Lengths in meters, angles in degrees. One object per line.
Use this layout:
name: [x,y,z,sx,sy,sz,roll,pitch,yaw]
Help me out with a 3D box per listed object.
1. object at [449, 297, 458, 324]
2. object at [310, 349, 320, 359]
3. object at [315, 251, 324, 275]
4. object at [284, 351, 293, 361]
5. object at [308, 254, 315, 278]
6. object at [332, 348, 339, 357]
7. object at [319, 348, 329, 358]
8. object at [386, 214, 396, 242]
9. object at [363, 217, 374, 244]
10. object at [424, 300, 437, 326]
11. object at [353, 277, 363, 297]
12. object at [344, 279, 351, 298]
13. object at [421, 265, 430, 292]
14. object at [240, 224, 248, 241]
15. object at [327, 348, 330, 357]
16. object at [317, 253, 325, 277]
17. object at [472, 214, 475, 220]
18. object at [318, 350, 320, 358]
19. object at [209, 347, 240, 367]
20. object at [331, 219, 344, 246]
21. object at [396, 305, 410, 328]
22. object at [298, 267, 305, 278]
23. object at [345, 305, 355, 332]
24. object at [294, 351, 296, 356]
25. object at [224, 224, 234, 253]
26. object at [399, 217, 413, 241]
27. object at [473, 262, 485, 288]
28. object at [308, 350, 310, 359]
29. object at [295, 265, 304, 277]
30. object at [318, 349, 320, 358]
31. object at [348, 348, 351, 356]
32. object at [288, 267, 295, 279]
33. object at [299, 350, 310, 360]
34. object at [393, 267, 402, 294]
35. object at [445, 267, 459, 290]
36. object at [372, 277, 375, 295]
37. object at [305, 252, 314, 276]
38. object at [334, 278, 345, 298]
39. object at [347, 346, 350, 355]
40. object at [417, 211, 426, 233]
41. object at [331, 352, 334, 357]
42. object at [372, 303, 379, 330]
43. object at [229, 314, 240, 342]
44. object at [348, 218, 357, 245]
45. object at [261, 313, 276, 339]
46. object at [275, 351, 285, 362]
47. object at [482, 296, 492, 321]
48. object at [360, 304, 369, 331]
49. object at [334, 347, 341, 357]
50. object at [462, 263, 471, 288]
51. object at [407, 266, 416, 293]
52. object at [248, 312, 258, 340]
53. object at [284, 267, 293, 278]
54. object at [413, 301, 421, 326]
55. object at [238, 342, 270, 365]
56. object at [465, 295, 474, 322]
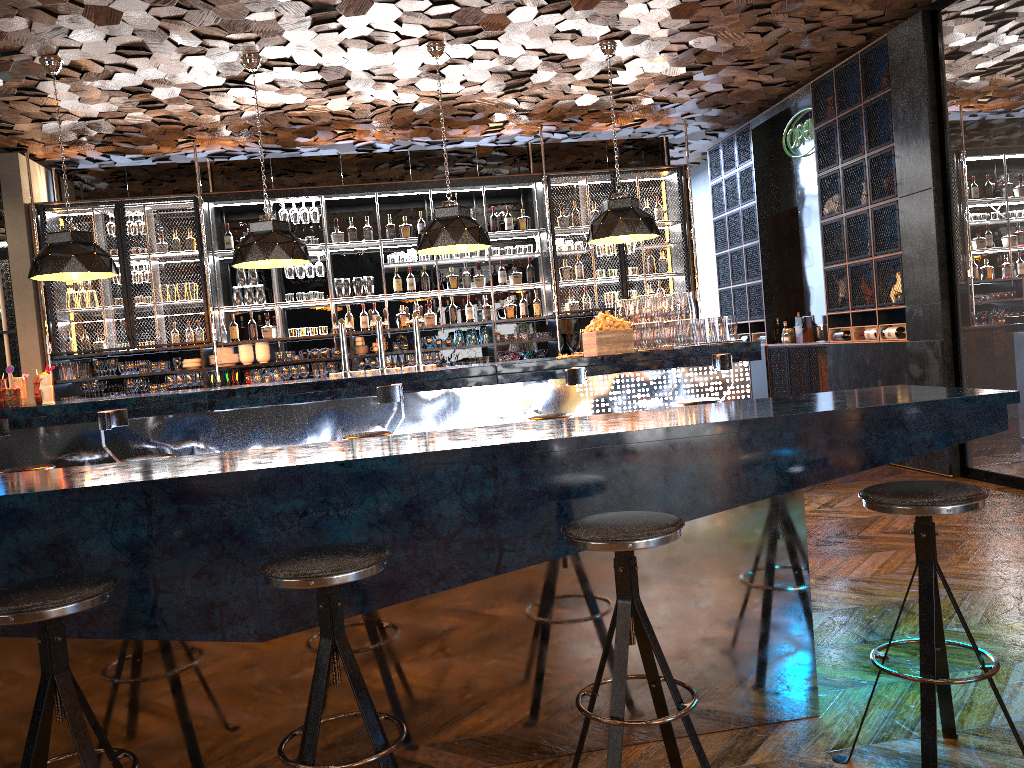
object: [-0.634,-0.790,9.529,0.086,0.297,0.086,-4,3,26]
object: [-2.048,-0.314,9.207,0.093,0.099,0.093,-5,2,8]
object: [-2.013,-1.259,9.246,0.092,0.244,0.092,-3,3,42]
object: [-2.309,-0.289,9.169,0.089,0.100,0.100,-4,3,28]
object: [-2.139,-1.254,9.394,0.092,0.244,0.092,-3,3,42]
object: [-1.841,-0.334,9.285,0.095,0.096,0.095,-5,2,-8]
object: [-1.941,-0.322,9.175,0.093,0.099,0.093,-4,2,11]
object: [-1.292,-1.659,9.432,0.083,0.282,0.083,-6,3,-23]
object: [-1.527,-1.631,9.398,0.083,0.282,0.083,-5,2,7]
object: [-0.875,-0.758,9.506,0.123,0.279,0.123,-5,2,5]
object: [-1.623,-1.020,9.367,0.105,0.209,0.105,-3,3,37]
object: [-1.762,-1.010,9.436,0.105,0.209,0.105,-3,3,37]
object: [-0.931,-1.128,9.504,0.086,0.297,0.086,-3,3,41]
object: [-2.762,-1.520,9.206,0.123,0.279,0.123,-6,3,-19]
object: [-1.970,-0.329,9.378,0.093,0.099,0.093,-6,3,-21]
object: [-2.037,-1.264,9.409,0.092,0.244,0.092,-3,3,42]
object: [-0.436,-1.739,9.555,0.083,0.282,0.083,-5,2,-8]
object: [-2.063,-0.318,9.314,0.093,0.099,0.093,-6,3,-21]
object: [-2.964,-0.279,9.132,0.306,0.195,0.300,-5,2,-7]
object: [-1.846,-1.599,9.354,0.123,0.279,0.123,-6,3,-19]
object: [-1.164,-0.716,9.478,0.151,0.248,0.094,-6,3,-19]
object: [-2.237,-1.245,9.380,0.092,0.244,0.092,-3,3,42]
object: [-1.727,-0.689,9.403,0.086,0.299,0.086,-3,3,41]
object: [-2.336,-0.296,9.389,0.089,0.100,0.100,-6,3,-14]
object: [-2.946,-1.515,9.225,0.086,0.298,0.086,-3,3,41]
object: [-1.132,-1.656,9.455,0.151,0.248,0.094,-5,2,-4]
object: [-0.354,-1.171,9.570,0.123,0.279,0.123,-5,2,5]
object: [-2.177,-0.310,9.352,0.109,0.100,0.109,-6,3,-25]
object: [-2.213,-1.240,9.217,0.092,0.244,0.092,-3,3,42]
object: [-2.080,-0.321,9.417,0.093,0.099,0.093,-5,2,-6]
object: [-1.751,-0.346,9.372,0.095,0.096,0.095,-3,3,33]
object: [-2.345,-1.235,9.364,0.092,0.244,0.092,-3,3,42]
object: [-2.154,-0.305,9.195,0.109,0.100,0.109,-6,3,-25]
object: [-1.224,-1.100,9.465,0.086,0.299,0.086,-3,3,41]
object: [-0.643,-1.129,9.542,0.151,0.248,0.094,-6,3,-19]
object: [-1.517,-1.033,9.467,0.105,0.209,0.105,-3,3,37]
object: [-2.115,-1.249,9.231,0.092,0.244,0.092,-3,3,42]
object: [-1.807,-1.001,9.313,0.105,0.209,0.105,-3,3,37]
object: [-1.741,-0.342,9.266,0.095,0.096,0.095,-4,3,16]
object: [-0.967,-1.697,9.492,0.086,0.298,0.086,-3,3,41]
object: [-1.876,-0.338,9.447,0.095,0.096,0.095,-5,2,8]
object: [-1.455,-0.715,9.444,0.086,0.298,0.086,-3,3,41]
object: [-2.895,-0.580,9.235,0.086,0.299,0.086,-3,3,41]
object: [-1.691,-1.616,9.375,0.083,0.282,0.083,-6,3,-23]
object: [-2.548,-0.602,9.265,0.123,0.279,0.123,-5,2,5]
object: [-2.382,-0.280,9.102,0.100,0.100,0.089,-5,2,-3]
object: [-0.279,-0.816,9.606,0.083,0.282,0.083,-6,3,-23]
object: [-1.575,-0.705,9.451,0.086,0.298,0.086,-3,3,41]
object: [-1.800,-0.333,9.185,0.095,0.096,0.095,-7,3,-34]
object: [-0.493,-1.161,9.564,0.083,0.282,0.083,-5,2,-8]
object: [-1.084,-1.116,9.510,0.086,0.298,0.086,-3,3,41]
object: [-2.702,-0.598,9.231,0.086,0.297,0.086,-4,3,26]
object: [-2.321,-1.230,9.201,0.092,0.244,0.092,-3,3,42]
object: [-1.014,-0.748,9.500,0.083,0.282,0.083,-5,2,-8]
object: [-2.655,-0.317,9.143,0.309,0.216,0.149,-5,2,-10]
object: [-0.461,-0.808,9.587,0.086,0.298,0.086,-3,3,41]
